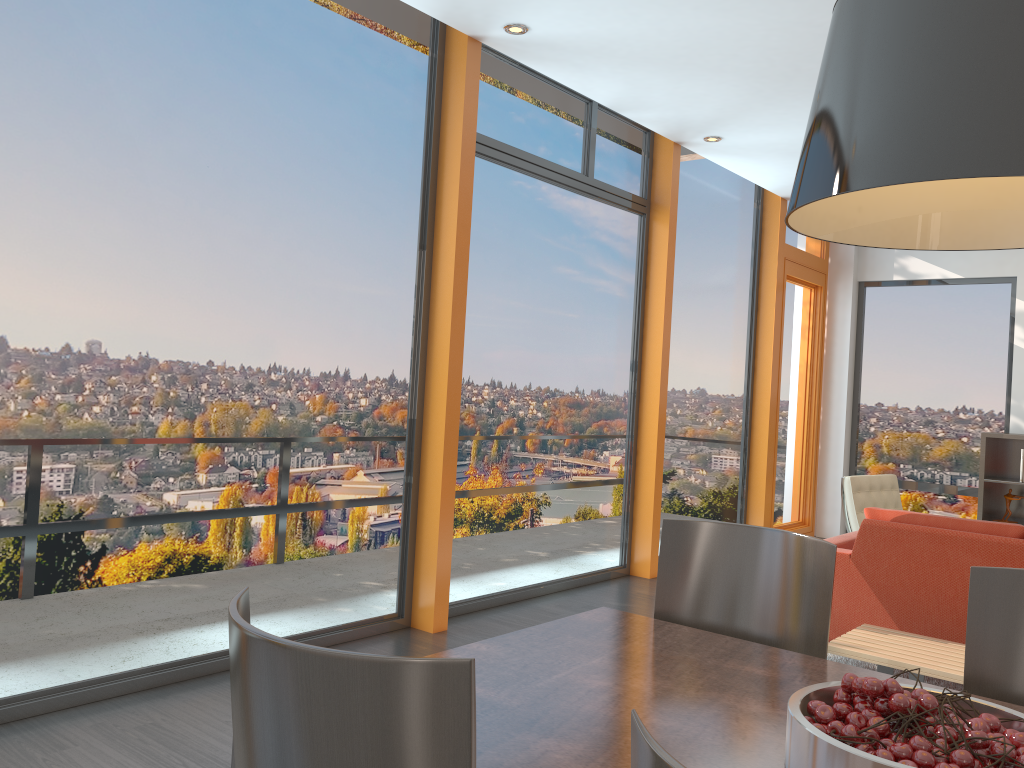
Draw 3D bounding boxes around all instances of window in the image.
[{"bbox_3d":[3.995,-0.092,8.468,1.410,3.340,0.065,3,-1,39],"label":"window"},{"bbox_3d":[0.263,-0.328,5.679,0.070,3.346,2.104,3,-1,39],"label":"window"},{"bbox_3d":[1.579,-0.242,7.293,0.070,3.346,1.843,3,-1,39],"label":"window"},{"bbox_3d":[2.668,-0.172,8.481,0.211,3.346,1.156,3,-1,39],"label":"window"},{"bbox_3d":[-1.391,-0.436,3.648,0.070,3.346,2.923,3,-1,39],"label":"window"}]

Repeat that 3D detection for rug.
[{"bbox_3d":[3.353,1.515,4.601,3.773,0.043,2.983,3,0,39],"label":"rug"}]

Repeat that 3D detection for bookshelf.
[{"bbox_3d":[5.418,1.069,6.627,3.388,1.163,0.570,3,-1,39],"label":"bookshelf"}]

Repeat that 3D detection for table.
[{"bbox_3d":[0.694,1.017,1.316,2.152,0.765,1.171,3,-1,39],"label":"table"}]

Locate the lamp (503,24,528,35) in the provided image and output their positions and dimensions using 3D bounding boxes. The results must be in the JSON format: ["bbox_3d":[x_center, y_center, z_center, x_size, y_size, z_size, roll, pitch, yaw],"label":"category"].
[{"bbox_3d":[0.020,-1.820,4.554,0.129,0.010,0.129,3,0,-6],"label":"lamp"}]

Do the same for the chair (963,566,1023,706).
[{"bbox_3d":[1.055,0.886,1.659,0.548,0.968,0.614,3,-1,39],"label":"chair"}]

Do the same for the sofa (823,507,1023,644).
[{"bbox_3d":[2.661,1.048,3.781,2.597,0.852,1.037,3,-1,39],"label":"sofa"}]

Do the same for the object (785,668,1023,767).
[{"bbox_3d":[0.656,0.556,1.395,0.427,0.154,0.427,3,0,-7],"label":"object"}]

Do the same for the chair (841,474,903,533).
[{"bbox_3d":[2.732,1.071,6.166,0.700,0.817,0.707,4,-1,-41],"label":"chair"}]

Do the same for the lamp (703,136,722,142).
[{"bbox_3d":[1.416,-1.729,6.268,0.129,0.010,0.129,3,0,-6],"label":"lamp"}]

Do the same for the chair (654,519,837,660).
[{"bbox_3d":[0.463,0.855,2.143,0.548,0.968,0.614,3,-1,39],"label":"chair"}]

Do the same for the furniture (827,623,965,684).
[{"bbox_3d":[2.162,1.263,3.079,2.006,0.357,0.492,3,-1,39],"label":"furniture"}]

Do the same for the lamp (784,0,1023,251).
[{"bbox_3d":[0.768,-1.044,1.398,0.567,1.580,0.567,4,-1,-22],"label":"lamp"}]

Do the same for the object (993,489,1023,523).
[{"bbox_3d":[4.244,1.036,7.528,0.201,0.290,0.245,4,-1,-31],"label":"object"}]

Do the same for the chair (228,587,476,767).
[{"bbox_3d":[-0.150,0.815,1.355,0.548,0.968,0.614,3,-1,39],"label":"chair"}]

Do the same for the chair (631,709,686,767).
[{"bbox_3d":[0.390,0.843,0.913,0.548,0.968,0.614,3,-1,39],"label":"chair"}]

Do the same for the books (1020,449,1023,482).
[{"bbox_3d":[4.527,0.659,7.253,0.592,0.340,0.324,3,-1,39],"label":"books"}]
